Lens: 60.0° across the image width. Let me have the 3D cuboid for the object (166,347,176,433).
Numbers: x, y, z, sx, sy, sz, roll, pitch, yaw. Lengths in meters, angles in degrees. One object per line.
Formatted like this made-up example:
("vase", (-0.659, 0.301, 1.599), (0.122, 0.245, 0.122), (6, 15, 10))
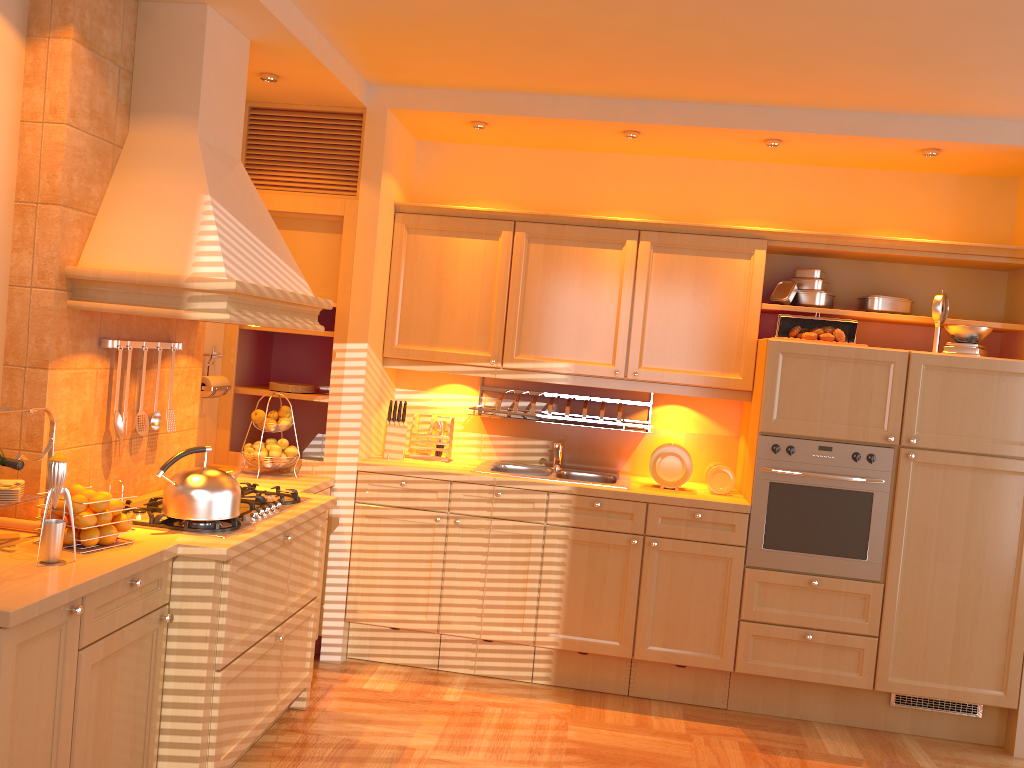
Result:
("object", (-1.289, 0.023, 3.371), (0.020, 0.323, 0.061), (5, 2, 7))

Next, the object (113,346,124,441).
("object", (-1.329, 0.032, 3.014), (0.028, 0.323, 0.055), (5, 2, 7))

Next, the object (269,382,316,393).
("object", (-1.073, 0.019, 4.336), (0.222, 0.039, 0.222), (6, 2, 24))

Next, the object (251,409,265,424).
("object", (-1.140, 0.147, 3.990), (0.063, 0.064, 0.061), (6, 2, 16))

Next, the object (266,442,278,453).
("object", (-1.075, 0.290, 3.986), (0.063, 0.061, 0.063), (4, 2, -19))

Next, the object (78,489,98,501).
("object", (-1.214, 0.328, 2.542), (0.063, 0.053, 0.051), (4, 2, -32))

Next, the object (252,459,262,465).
("object", (-1.150, 0.346, 4.007), (0.046, 0.043, 0.047), (4, 2, -33))

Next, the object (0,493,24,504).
("object", (-1.460, 0.316, 2.469), (0.172, 0.011, 0.163), (4, 2, -24))

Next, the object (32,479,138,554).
("object", (-1.224, 0.370, 2.552), (0.189, 0.174, 0.207), (6, 2, 22))

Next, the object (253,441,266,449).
("object", (-1.137, 0.285, 3.989), (0.056, 0.058, 0.055), (7, 3, 43))

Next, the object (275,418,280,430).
("object", (-1.080, 0.181, 4.070), (0.058, 0.059, 0.058), (7, 3, 38))

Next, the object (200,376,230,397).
("object", (-1.342, 0.010, 3.959), (0.096, 0.094, 0.186), (5, 2, 7))

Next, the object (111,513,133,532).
("object", (-1.142, 0.406, 2.595), (0.061, 0.054, 0.052), (7, 2, 34))

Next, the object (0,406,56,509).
("object", (-1.479, 0.251, 2.352), (0.221, 0.379, 0.572), (5, 2, 7))

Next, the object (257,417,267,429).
("object", (-1.131, 0.177, 4.038), (0.057, 0.056, 0.051), (4, 2, -33))

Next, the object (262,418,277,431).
("object", (-1.092, 0.183, 3.994), (0.064, 0.058, 0.063), (4, 2, -27))

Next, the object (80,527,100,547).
("object", (-1.184, 0.427, 2.488), (0.052, 0.057, 0.060), (4, 2, -31))

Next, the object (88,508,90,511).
("object", (-1.264, 0.372, 2.613), (0.061, 0.054, 0.053), (6, 2, 13))

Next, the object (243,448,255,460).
("object", (-1.174, 0.313, 3.973), (0.056, 0.057, 0.053), (5, 2, -16))

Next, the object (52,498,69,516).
("object", (-1.262, 0.346, 2.494), (0.063, 0.051, 0.053), (6, 2, 12))

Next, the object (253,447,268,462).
("object", (-1.116, 0.313, 3.940), (0.063, 0.063, 0.063), (6, 2, 18))

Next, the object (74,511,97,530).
("object", (-1.187, 0.380, 2.468), (0.053, 0.051, 0.063), (6, 2, 26))

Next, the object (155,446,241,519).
("object", (-1.004, 0.309, 2.887), (0.242, 0.215, 0.251), (5, 2, -6))

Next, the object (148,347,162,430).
("object", (-1.320, 0.016, 3.269), (0.037, 0.309, 0.077), (5, 2, 6))

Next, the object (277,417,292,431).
("object", (-1.034, 0.180, 4.027), (0.063, 0.063, 0.064), (6, 2, 24))

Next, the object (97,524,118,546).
("object", (-1.173, 0.432, 2.548), (0.074, 0.063, 0.064), (5, 2, -13))

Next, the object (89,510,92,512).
("object", (-1.209, 0.389, 2.587), (0.062, 0.053, 0.051), (4, 2, -25))

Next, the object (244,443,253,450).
("object", (-1.204, 0.295, 4.059), (0.044, 0.047, 0.046), (6, 2, 28))

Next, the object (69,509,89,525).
("object", (-1.225, 0.374, 2.511), (0.051, 0.053, 0.064), (4, 2, -30))

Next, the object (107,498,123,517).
("object", (-1.160, 0.359, 2.580), (0.053, 0.052, 0.061), (4, 2, -20))

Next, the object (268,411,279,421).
("object", (-1.087, 0.147, 4.038), (0.051, 0.051, 0.050), (6, 2, 31))

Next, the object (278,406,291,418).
("object", (-1.034, 0.128, 4.037), (0.055, 0.059, 0.058), (4, 3, -37))

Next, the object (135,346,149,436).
("object", (-1.315, 0.026, 3.173), (0.017, 0.320, 0.090), (5, 2, 7))

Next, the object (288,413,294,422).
("object", (-1.032, 0.156, 4.079), (0.057, 0.060, 0.058), (6, 2, 28))

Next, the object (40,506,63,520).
("object", (-1.303, 0.370, 2.512), (0.060, 0.055, 0.053), (6, 2, 10))

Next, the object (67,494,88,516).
("object", (-1.211, 0.338, 2.474), (0.057, 0.060, 0.052), (3, 3, -45))

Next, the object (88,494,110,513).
("object", (-1.168, 0.337, 2.505), (0.053, 0.051, 0.063), (6, 2, 14))

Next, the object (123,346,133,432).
("object", (-1.333, 0.027, 3.073), (0.006, 0.319, 0.028), (5, 2, 7))

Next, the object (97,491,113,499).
("object", (-1.207, 0.342, 2.612), (0.063, 0.053, 0.051), (4, 2, -20))

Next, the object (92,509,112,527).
("object", (-1.171, 0.381, 2.528), (0.062, 0.053, 0.052), (6, 2, 29))

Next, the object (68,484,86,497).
("object", (-1.270, 0.323, 2.594), (0.059, 0.060, 0.050), (4, 2, -33))
